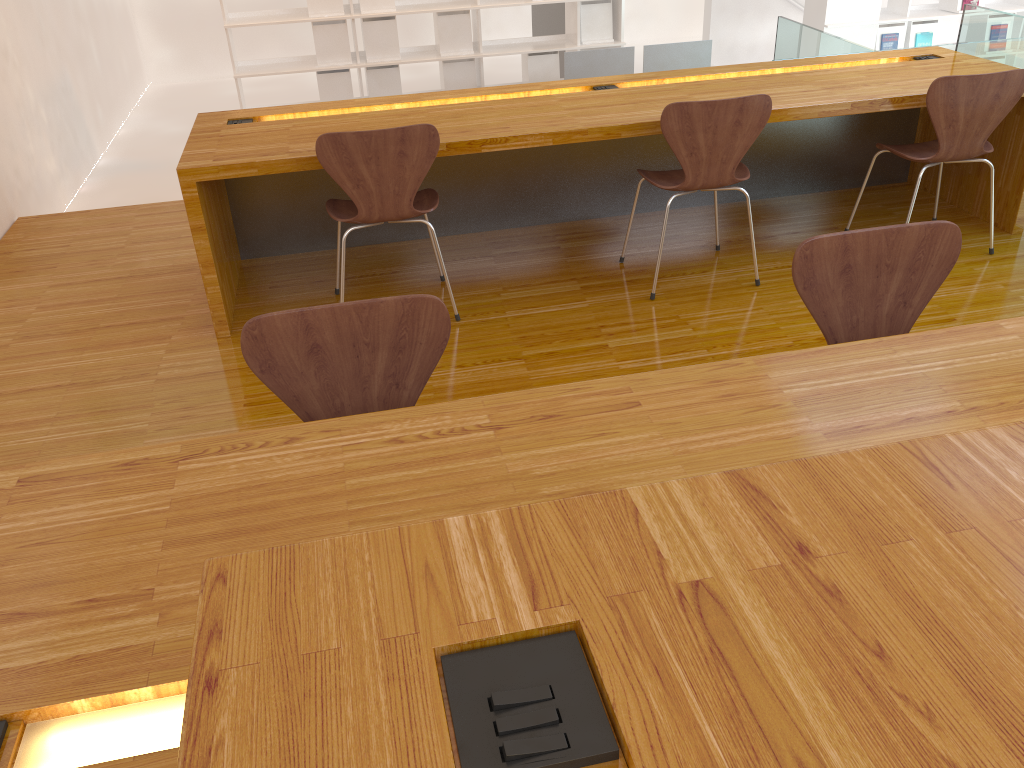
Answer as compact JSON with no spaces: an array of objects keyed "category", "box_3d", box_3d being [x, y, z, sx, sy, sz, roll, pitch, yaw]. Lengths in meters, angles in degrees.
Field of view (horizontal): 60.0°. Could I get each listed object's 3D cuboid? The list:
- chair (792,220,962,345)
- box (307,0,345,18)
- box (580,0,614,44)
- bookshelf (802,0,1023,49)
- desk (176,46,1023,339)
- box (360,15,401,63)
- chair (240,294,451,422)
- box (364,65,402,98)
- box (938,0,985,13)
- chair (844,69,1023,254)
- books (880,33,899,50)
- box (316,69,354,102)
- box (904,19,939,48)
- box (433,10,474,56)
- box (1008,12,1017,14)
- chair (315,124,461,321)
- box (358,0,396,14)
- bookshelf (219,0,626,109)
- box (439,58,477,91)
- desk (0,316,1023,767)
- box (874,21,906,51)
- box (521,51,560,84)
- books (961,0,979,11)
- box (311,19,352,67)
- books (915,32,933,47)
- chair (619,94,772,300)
[{"category":"chair","box_3d":[0.822,0.057,1.890,0.428,0.693,0.381,-8,31,-9]},{"category":"box","box_3d":[-1.327,-2.761,6.233,0.245,0.296,0.274,-8,31,-9]},{"category":"box","box_3d":[0.615,-2.760,6.715,0.245,0.296,0.274,-8,31,-9]},{"category":"bookshelf","box_3d":[4.201,-3.262,7.296,3.666,1.836,0.397,-8,31,-9]},{"category":"desk","box_3d":[0.406,-0.828,3.828,3.236,0.918,1.285,-8,31,-9]},{"category":"box","box_3d":[-0.960,-2.530,6.458,0.245,0.296,0.274,-8,31,-9]},{"category":"chair","box_3d":[-0.263,0.235,1.679,0.428,0.693,0.381,-8,31,-9]},{"category":"box","box_3d":[-0.959,-2.245,6.623,0.245,0.296,0.274,-8,31,-9]},{"category":"box","box_3d":[3.660,-3.177,7.155,0.245,0.296,0.274,-8,31,-9]},{"category":"chair","box_3d":[1.606,-0.862,3.383,0.428,0.693,0.381,-8,31,-9]},{"category":"books","box_3d":[3.037,-2.710,7.145,0.145,0.210,0.037,-8,31,-9]},{"category":"box","box_3d":[-1.308,-2.194,6.566,0.245,0.296,0.274,-8,31,-9]},{"category":"box","box_3d":[3.315,-2.836,7.267,0.245,0.296,0.274,-8,31,-9]},{"category":"box","box_3d":[-0.434,-2.607,6.544,0.245,0.296,0.274,-8,31,-9]},{"category":"box","box_3d":[4.002,-2.936,7.379,0.245,0.296,0.274,-8,31,-9]},{"category":"chair","box_3d":[-0.444,-0.583,3.082,0.428,0.693,0.381,-8,31,-9]},{"category":"box","box_3d":[-0.974,-2.812,6.291,0.245,0.296,0.274,-8,31,-9]},{"category":"bookshelf","box_3d":[-0.639,-2.528,6.457,2.984,1.836,0.498,-8,31,-9]},{"category":"box","box_3d":[-0.406,-2.326,6.713,0.245,0.296,0.274,-8,31,-9]},{"category":"desk","box_3d":[0.770,0.360,1.476,3.185,0.606,0.760,-8,31,-9]},{"category":"box","box_3d":[3.026,-2.793,7.219,0.245,0.296,0.274,-8,31,-9]},{"category":"box","box_3d":[0.224,-2.418,6.816,0.245,0.296,0.274,-8,31,-9]},{"category":"books","box_3d":[3.669,-3.091,7.084,0.145,0.210,0.037,-8,31,-9]},{"category":"box","box_3d":[-1.303,-2.480,6.402,0.245,0.296,0.274,-8,31,-9]},{"category":"books","box_3d":[3.338,-2.743,7.200,0.145,0.210,0.037,-8,31,-9]},{"category":"chair","box_3d":[0.657,-0.724,3.228,0.428,0.693,0.381,-8,31,-9]}]
